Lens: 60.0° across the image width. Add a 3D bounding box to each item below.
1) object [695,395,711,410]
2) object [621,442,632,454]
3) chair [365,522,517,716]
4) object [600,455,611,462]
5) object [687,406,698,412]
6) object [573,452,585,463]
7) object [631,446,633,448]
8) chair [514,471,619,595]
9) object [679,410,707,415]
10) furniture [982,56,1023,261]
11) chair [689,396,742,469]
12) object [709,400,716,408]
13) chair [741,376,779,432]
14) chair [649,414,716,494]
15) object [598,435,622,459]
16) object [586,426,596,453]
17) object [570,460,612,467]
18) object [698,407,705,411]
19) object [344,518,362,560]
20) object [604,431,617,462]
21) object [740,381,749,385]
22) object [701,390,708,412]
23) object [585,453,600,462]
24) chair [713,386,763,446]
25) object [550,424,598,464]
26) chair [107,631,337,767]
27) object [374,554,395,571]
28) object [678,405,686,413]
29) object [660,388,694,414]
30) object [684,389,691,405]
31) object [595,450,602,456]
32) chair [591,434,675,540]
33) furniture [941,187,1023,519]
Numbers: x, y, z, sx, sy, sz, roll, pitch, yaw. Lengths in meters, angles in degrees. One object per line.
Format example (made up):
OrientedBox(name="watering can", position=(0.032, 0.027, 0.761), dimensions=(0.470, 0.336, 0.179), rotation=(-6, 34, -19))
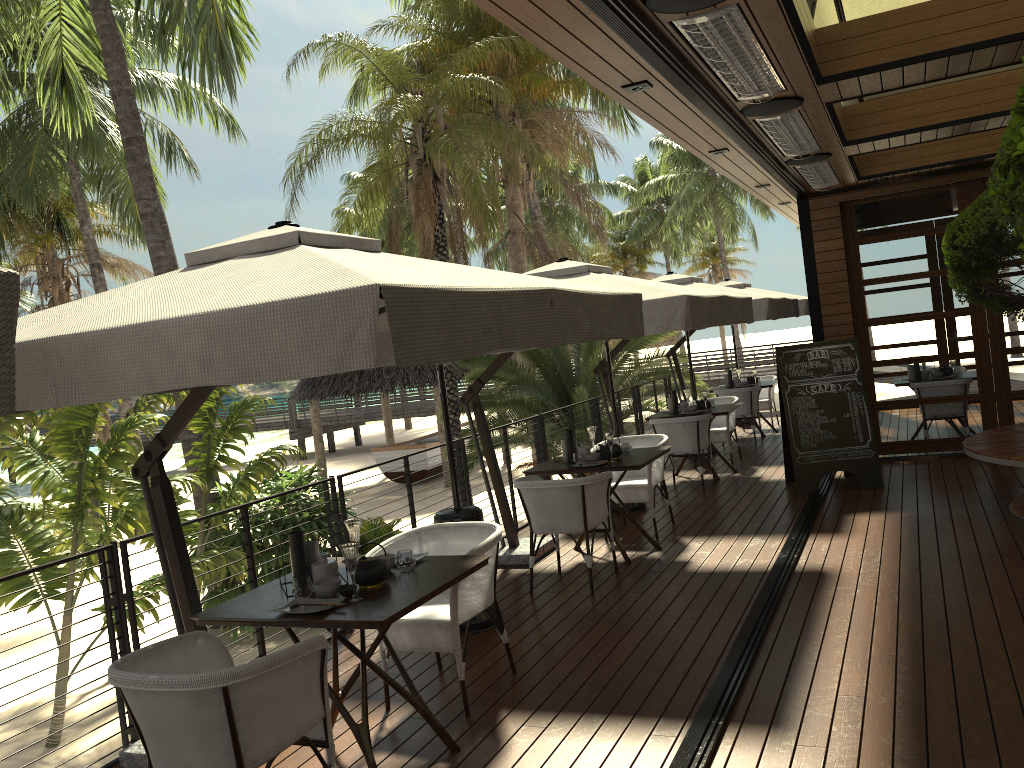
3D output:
OrientedBox(name="object", position=(2.142, 0.200, 9.918), dimensions=(0.168, 0.179, 0.163), rotation=(-6, 2, 23))
OrientedBox(name="object", position=(0.901, 0.506, 7.021), dimensions=(0.086, 0.086, 0.087), rotation=(-6, 2, 29))
OrientedBox(name="chair", position=(-0.332, 1.153, 4.485), dimensions=(0.627, 0.788, 0.617), rotation=(-6, 2, 25))
OrientedBox(name="object", position=(0.706, 0.565, 6.677), dimensions=(0.080, 0.042, 0.080), rotation=(-7, 2, -14))
OrientedBox(name="object", position=(1.994, 0.281, 9.794), dimensions=(0.116, 0.065, 0.116), rotation=(-6, 2, 28))
OrientedBox(name="object", position=(0.506, 0.565, 6.743), dimensions=(0.086, 0.086, 0.087), rotation=(-6, 2, 29))
OrientedBox(name="object", position=(0.819, 0.540, 7.215), dimensions=(0.294, 0.025, 0.170), rotation=(-6, 2, 24))
OrientedBox(name="chair", position=(0.382, 1.005, 6.138), dimensions=(0.627, 0.788, 0.617), rotation=(-6, 2, 25))
OrientedBox(name="object", position=(1.976, 0.309, 9.632), dimensions=(0.294, 0.025, 0.170), rotation=(-6, 2, 24))
OrientedBox(name="furniture", position=(2.404, -0.022, 1.571), dimensions=(2.614, 2.721, 2.697), rotation=(-6, 2, 15))
OrientedBox(name="chair", position=(2.461, 0.581, 10.720), dimensions=(0.627, 0.788, 0.617), rotation=(-6, 2, 25))
OrientedBox(name="object", position=(2.280, 0.224, 10.099), dimensions=(0.086, 0.086, 0.087), rotation=(-6, 2, 29))
OrientedBox(name="chair", position=(3.849, 0.296, 13.819), dimensions=(0.627, 0.788, 0.617), rotation=(-6, 2, 25))
OrientedBox(name="chair", position=(1.805, 0.713, 9.315), dimensions=(0.627, 0.788, 0.617), rotation=(-6, 2, 25))
OrientedBox(name="object", position=(0.765, 0.483, 6.837), dimensions=(0.163, 0.179, 0.168), rotation=(-6, 2, 26))
OrientedBox(name="object", position=(0.654, 0.457, 7.158), dimensions=(0.082, 0.227, 0.082), rotation=(-6, 1, 25))
OrientedBox(name="object", position=(0.597, 0.592, 6.554), dimensions=(0.294, 0.025, 0.170), rotation=(-6, 2, 24))
OrientedBox(name="object", position=(2.085, 0.283, 9.755), dimensions=(0.080, 0.042, 0.080), rotation=(-6, 2, 16))
OrientedBox(name="object", position=(-0.720, 0.739, 4.089), dimensions=(0.082, 0.227, 0.082), rotation=(-6, 1, 25))
OrientedBox(name="object", position=(0.738, 0.468, 6.607), dimensions=(0.082, 0.227, 0.082), rotation=(-7, 1, 14))
OrientedBox(name="object", position=(3.385, -0.004, 12.900), dimensions=(0.116, 0.065, 0.116), rotation=(-6, 2, 28))
OrientedBox(name="object", position=(2.116, 0.185, 9.684), dimensions=(0.082, 0.227, 0.082), rotation=(-6, 1, 25))
OrientedBox(name="object", position=(0.615, 0.563, 6.716), dimensions=(0.116, 0.065, 0.116), rotation=(-6, 2, 23))
OrientedBox(name="chair", position=(3.173, 0.432, 12.371), dimensions=(0.627, 0.788, 0.617), rotation=(-6, 2, 25))
OrientedBox(name="object", position=(0.488, 0.470, 6.962), dimensions=(0.264, 0.264, 0.263), rotation=(-8, 2, -21))
OrientedBox(name="chair", position=(-0.988, 1.285, 3.080), dimensions=(0.627, 0.788, 0.617), rotation=(-6, 2, 25))
OrientedBox(name="object", position=(-0.579, 0.811, 3.983), dimensions=(0.116, 0.065, 0.116), rotation=(-6, 2, 23))
OrientedBox(name="object", position=(1.885, 0.282, 9.821), dimensions=(0.086, 0.086, 0.087), rotation=(-6, 2, 29))
OrientedBox(name="object", position=(1.866, 0.187, 10.040), dimensions=(0.264, 0.264, 0.263), rotation=(-8, 2, -21))
OrientedBox(name="object", position=(2.032, 0.175, 10.235), dimensions=(0.082, 0.227, 0.082), rotation=(-6, 1, 25))
OrientedBox(name="object", position=(0.706, 0.550, 7.092), dimensions=(0.080, 0.042, 0.080), rotation=(-7, 2, -14))
OrientedBox(name="chair", position=(1.062, 0.867, 7.596), dimensions=(0.627, 0.788, 0.617), rotation=(-6, 2, 25))
OrientedBox(name="furniture", position=(4.581, -0.462, 6.262), dimensions=(2.570, 2.721, 2.719), rotation=(-7, 2, -11))
